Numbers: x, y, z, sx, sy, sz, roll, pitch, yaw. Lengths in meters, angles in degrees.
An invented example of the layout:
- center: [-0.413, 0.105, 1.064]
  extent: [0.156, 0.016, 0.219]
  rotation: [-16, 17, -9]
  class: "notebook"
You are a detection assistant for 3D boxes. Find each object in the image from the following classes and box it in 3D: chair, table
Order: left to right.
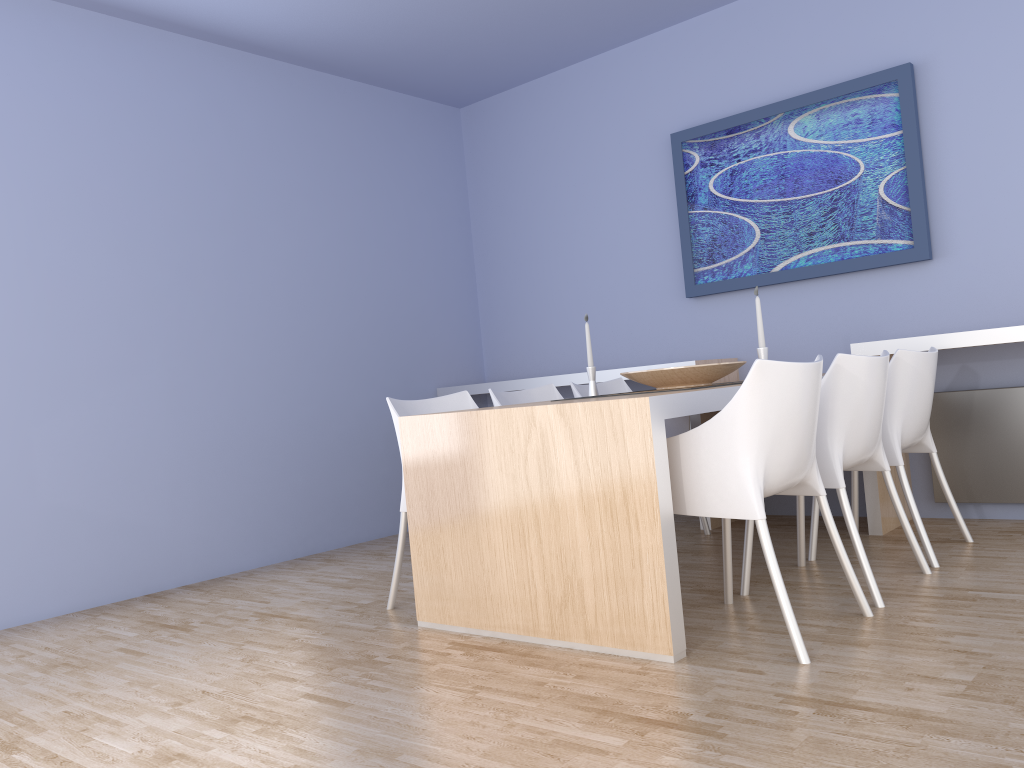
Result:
- center: [-0.165, 0.419, 3.369]
  extent: [0.486, 0.793, 0.510]
  rotation: [-6, -1, 41]
  class: "chair"
- center: [0.207, 0.389, 3.805]
  extent: [0.486, 0.793, 0.510]
  rotation: [-6, -1, 41]
  class: "chair"
- center: [0.579, 0.359, 4.242]
  extent: [0.486, 0.793, 0.510]
  rotation: [-6, -1, 41]
  class: "chair"
- center: [0.781, 0.370, 3.595]
  extent: [1.002, 0.718, 2.340]
  rotation: [-6, -1, 41]
  class: "table"
- center: [0.702, 0.329, 2.623]
  extent: [0.486, 0.793, 0.510]
  rotation: [-6, -1, 40]
  class: "chair"
- center: [1.088, 0.298, 3.076]
  extent: [0.486, 0.793, 0.510]
  rotation: [-6, -1, 41]
  class: "chair"
- center: [1.468, 0.268, 3.522]
  extent: [0.486, 0.793, 0.510]
  rotation: [-6, -1, 41]
  class: "chair"

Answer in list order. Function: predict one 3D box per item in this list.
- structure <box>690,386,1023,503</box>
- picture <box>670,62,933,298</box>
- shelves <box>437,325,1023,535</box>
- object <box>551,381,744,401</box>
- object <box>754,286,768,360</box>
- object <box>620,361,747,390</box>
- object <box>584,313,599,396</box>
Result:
- center: [1.354, 0.352, 4.580]
  extent: [3.843, 0.503, 0.064]
  rotation: [-6, -1, 41]
  class: "structure"
- center: [1.396, -0.968, 4.455]
  extent: [1.252, 0.901, 0.049]
  rotation: [-6, -1, 41]
  class: "picture"
- center: [1.179, 0.281, 4.487]
  extent: [3.901, 0.840, 0.463]
  rotation: [-6, -1, 41]
  class: "shelves"
- center: [0.685, 0.016, 3.512]
  extent: [0.594, 0.005, 0.986]
  rotation: [-6, -1, 40]
  class: "object"
- center: [0.898, -0.182, 3.200]
  extent: [0.045, 0.349, 0.045]
  rotation: [-6, -1, 41]
  class: "object"
- center: [0.679, -0.026, 3.517]
  extent: [0.493, 0.081, 0.493]
  rotation: [-5, -1, -31]
  class: "object"
- center: [0.324, -0.123, 3.694]
  extent: [0.045, 0.349, 0.045]
  rotation: [-5, -1, -8]
  class: "object"
